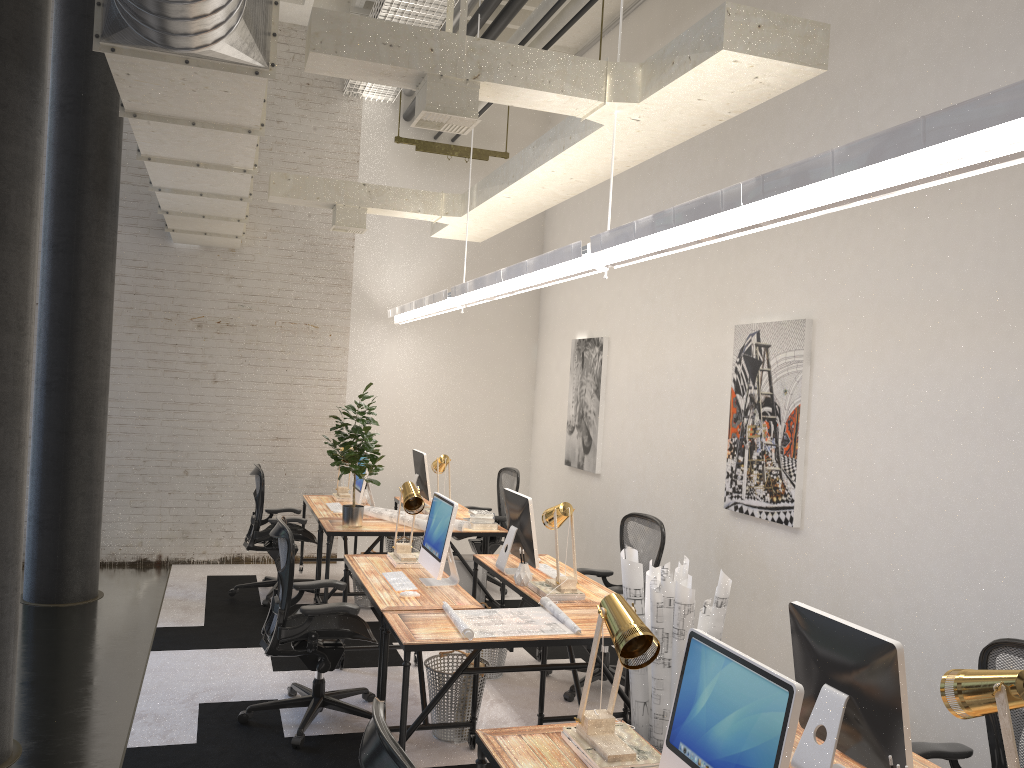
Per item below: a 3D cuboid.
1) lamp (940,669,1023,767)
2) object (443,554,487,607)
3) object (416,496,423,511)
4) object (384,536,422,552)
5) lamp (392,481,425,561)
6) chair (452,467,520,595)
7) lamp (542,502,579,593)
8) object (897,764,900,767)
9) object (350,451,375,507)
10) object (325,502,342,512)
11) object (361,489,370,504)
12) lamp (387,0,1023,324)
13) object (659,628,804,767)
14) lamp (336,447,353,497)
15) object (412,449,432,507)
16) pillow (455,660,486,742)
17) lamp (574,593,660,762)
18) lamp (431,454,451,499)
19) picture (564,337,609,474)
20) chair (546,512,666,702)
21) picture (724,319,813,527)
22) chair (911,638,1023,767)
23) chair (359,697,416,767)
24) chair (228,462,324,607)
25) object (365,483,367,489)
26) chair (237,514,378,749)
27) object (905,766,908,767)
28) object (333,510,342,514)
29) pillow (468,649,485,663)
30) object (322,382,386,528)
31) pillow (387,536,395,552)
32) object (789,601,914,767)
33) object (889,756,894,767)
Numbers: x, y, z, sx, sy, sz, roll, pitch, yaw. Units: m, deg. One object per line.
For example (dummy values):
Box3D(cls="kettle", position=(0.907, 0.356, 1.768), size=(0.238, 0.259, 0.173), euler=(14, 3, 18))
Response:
Box3D(cls="lamp", position=(1.215, 0.926, 2.189), size=(0.128, 0.470, 0.344), euler=(3, 0, -18))
Box3D(cls="object", position=(-0.489, 1.601, 7.048), size=(0.544, 0.455, 0.221), euler=(3, 0, -18))
Box3D(cls="object", position=(-0.796, 1.021, 7.580), size=(0.101, 0.127, 0.101), euler=(3, 0, 27))
Box3D(cls="object", position=(-1.018, 1.583, 8.224), size=(0.353, 0.435, 0.358), euler=(3, 0, -22))
Box3D(cls="lamp", position=(-0.632, 0.834, 5.416), size=(0.128, 0.470, 0.344), euler=(3, 0, -18))
Box3D(cls="chair", position=(-0.236, 1.304, 8.088), size=(0.792, 1.086, 0.770), euler=(3, 0, -35))
Box3D(cls="lamp", position=(0.268, 0.884, 4.926), size=(0.128, 0.470, 0.344), euler=(3, 0, -18))
Box3D(cls="object", position=(1.006, 1.082, 2.290), size=(0.054, 0.207, 0.008), euler=(3, 1, -31))
Box3D(cls="object", position=(-1.253, 0.814, 7.504), size=(0.190, 0.485, 0.483), euler=(3, 0, -18))
Box3D(cls="object", position=(-1.485, 1.034, 7.461), size=(0.118, 0.017, 0.438), euler=(3, 0, -18))
Box3D(cls="object", position=(-1.312, 0.992, 7.845), size=(0.101, 0.127, 0.101), euler=(3, 0, 27))
Box3D(cls="lamp", position=(0.115, -1.914, 5.115), size=(0.226, 2.864, 7.299), euler=(3, 0, -18))
Box3D(cls="object", position=(0.553, 0.917, 2.227), size=(0.190, 0.485, 0.483), euler=(3, 0, -18))
Box3D(cls="lamp", position=(-1.493, 0.773, 7.955), size=(0.126, 0.470, 0.344), euler=(3, 0, -18))
Box3D(cls="object", position=(-0.834, 0.841, 7.918), size=(0.190, 0.485, 0.483), euler=(3, 0, -18))
Box3D(cls="pillow", position=(-0.221, 1.648, 4.694), size=(0.119, 0.406, 0.239), euler=(3, 0, -18))
Box3D(cls="lamp", position=(0.314, 0.876, 2.679), size=(0.126, 0.470, 0.344), euler=(3, 0, -18))
Box3D(cls="lamp", position=(-0.591, 0.824, 7.466), size=(0.126, 0.470, 0.344), euler=(3, 0, -18))
Box3D(cls="picture", position=(0.666, 0.180, 8.015), size=(0.049, 1.183, 0.731), euler=(3, 0, -18))
Box3D(cls="chair", position=(0.623, 1.364, 5.548), size=(0.792, 1.086, 0.770), euler=(3, 0, -35))
Box3D(cls="picture", position=(1.536, 0.218, 5.371), size=(0.049, 1.183, 0.731), euler=(3, 0, -18))
Box3D(cls="chair", position=(1.570, 1.407, 2.811), size=(0.792, 1.086, 0.770), euler=(3, 0, -35))
Box3D(cls="chair", position=(-0.094, 1.306, 2.066), size=(0.792, 1.086, 0.770), euler=(3, 0, -35))
Box3D(cls="chair", position=(-1.900, 1.203, 7.343), size=(0.792, 1.086, 0.770), euler=(3, 0, -35))
Box3D(cls="object", position=(-1.298, 0.951, 7.834), size=(0.008, 0.207, 0.054), euler=(3, 1, -35))
Box3D(cls="chair", position=(-1.041, 1.263, 4.803), size=(0.792, 1.086, 0.770), euler=(3, 0, -35))
Box3D(cls="object", position=(1.019, 1.082, 2.290), size=(0.008, 0.207, 0.054), euler=(4, 1, 37))
Box3D(cls="object", position=(-1.389, 1.032, 7.147), size=(0.106, 0.029, 0.059), euler=(3, 0, -17))
Box3D(cls="pillow", position=(-0.236, 1.652, 5.665), size=(0.119, 0.406, 0.239), euler=(3, 0, -18))
Box3D(cls="object", position=(-1.179, 0.519, 6.608), size=(0.439, 1.078, 0.513), euler=(3, 1, -28))
Box3D(cls="pillow", position=(-1.095, 1.592, 8.205), size=(0.119, 0.406, 0.239), euler=(3, 0, -18))
Box3D(cls="object", position=(0.973, 0.943, 2.641), size=(0.190, 0.485, 0.483), euler=(3, 0, -18))
Box3D(cls="object", position=(1.002, 1.081, 2.314), size=(0.008, 0.207, 0.054), euler=(3, 1, -35))
